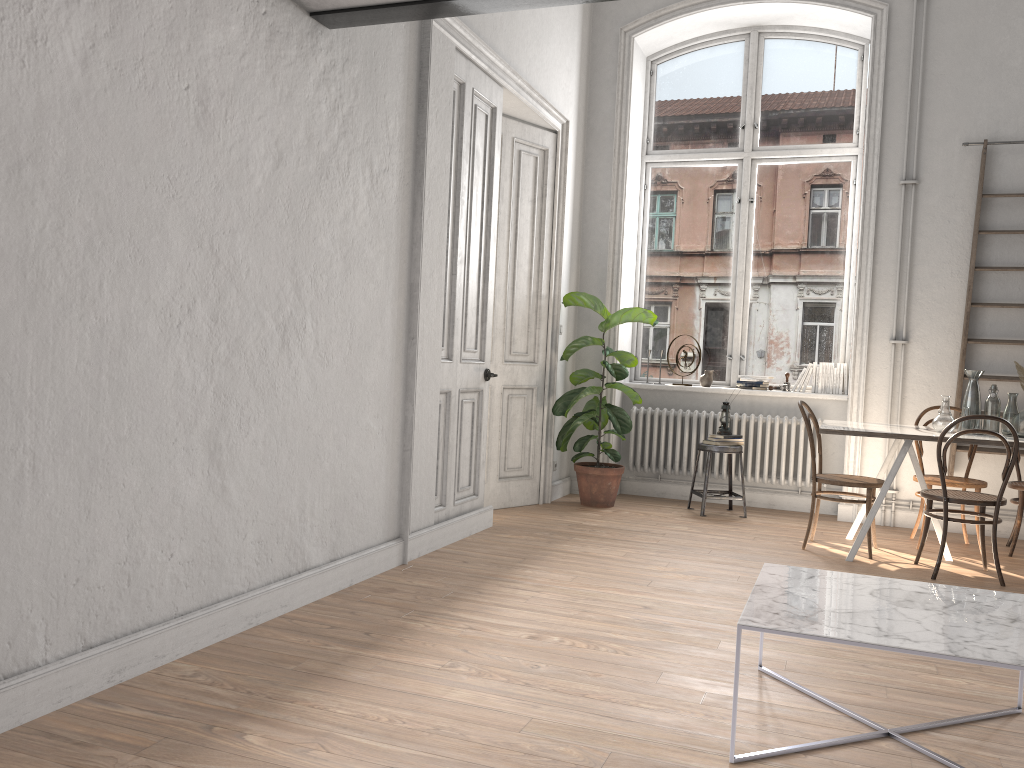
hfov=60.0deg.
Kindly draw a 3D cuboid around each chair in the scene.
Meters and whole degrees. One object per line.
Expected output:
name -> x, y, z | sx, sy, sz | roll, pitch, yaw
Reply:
chair -> 2.876, 0.611, 5.840 | 0.438, 0.921, 0.549 | 3, 2, 19
chair -> 1.571, 0.721, 6.742 | 0.364, 0.523, 0.360 | 3, 2, -6
chair -> 2.536, 0.619, 4.964 | 0.438, 0.921, 0.549 | 3, 2, 16
chair -> 2.062, 0.579, 5.581 | 0.549, 0.921, 0.438 | 4, 2, 29
chair -> 3.439, 0.642, 5.711 | 0.437, 0.921, 0.549 | 4, 2, 28

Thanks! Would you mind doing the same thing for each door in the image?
door -> -0.088, -0.497, 6.355 | 1.097, 2.815, 0.216 | 1, 3, -44
door -> -0.345, -0.479, 5.209 | 0.216, 2.815, 1.097 | 4, 2, 22

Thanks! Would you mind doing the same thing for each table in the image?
table -> 1.159, 0.875, 2.702 | 0.849, 0.392, 0.849 | 3, 2, 21
table -> 2.978, 0.701, 5.260 | 2.200, 0.780, 1.100 | 3, 2, 21

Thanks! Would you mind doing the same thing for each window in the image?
window -> 1.939, -1.432, 7.380 | 1.622, 2.844, 0.013 | 3, 2, 21

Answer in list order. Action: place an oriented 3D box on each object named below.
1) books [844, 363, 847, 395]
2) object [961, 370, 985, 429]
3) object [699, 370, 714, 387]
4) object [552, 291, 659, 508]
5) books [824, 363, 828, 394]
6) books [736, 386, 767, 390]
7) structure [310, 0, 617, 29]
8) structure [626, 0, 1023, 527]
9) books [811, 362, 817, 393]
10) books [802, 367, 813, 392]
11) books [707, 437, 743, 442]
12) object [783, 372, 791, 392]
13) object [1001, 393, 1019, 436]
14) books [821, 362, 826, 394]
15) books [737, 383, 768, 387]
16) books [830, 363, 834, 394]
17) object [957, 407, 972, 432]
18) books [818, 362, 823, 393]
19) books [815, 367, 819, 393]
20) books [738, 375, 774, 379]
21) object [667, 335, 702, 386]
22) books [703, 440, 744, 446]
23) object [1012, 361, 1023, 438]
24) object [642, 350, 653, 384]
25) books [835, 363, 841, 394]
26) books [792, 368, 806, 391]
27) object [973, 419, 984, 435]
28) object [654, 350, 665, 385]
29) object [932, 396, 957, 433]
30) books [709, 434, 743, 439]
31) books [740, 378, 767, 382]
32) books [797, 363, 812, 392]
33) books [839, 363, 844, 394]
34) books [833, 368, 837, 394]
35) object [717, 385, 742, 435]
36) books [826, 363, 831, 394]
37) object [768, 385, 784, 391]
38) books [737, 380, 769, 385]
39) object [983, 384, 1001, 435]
books -> 2.622, -0.039, 6.969 | 0.040, 0.244, 0.174 | 4, 2, 21
object -> 2.838, 0.106, 5.469 | 0.116, 0.383, 0.116 | 4, 2, 32
object -> 1.606, -0.047, 7.323 | 0.100, 0.142, 0.102 | 3, 2, -5
object -> 2.983, 0.157, 5.707 | 5.826, 1.843, 0.792 | 4, 2, 26
books -> 2.493, -0.047, 7.036 | 0.019, 0.244, 0.174 | 4, 2, 21
books -> 1.950, 0.033, 7.214 | 0.147, 0.023, 0.221 | 2, 2, -20
structure -> 1.285, -1.925, 0.737 | 5.926, 1.213, 4.157 | 3, 2, 21
structure -> 3.455, -1.155, 6.374 | 5.181, 4.475, 0.340 | 3, 2, 21
books -> 2.411, -0.052, 7.072 | 0.024, 0.243, 0.175 | 4, 2, 21
books -> 2.358, -0.035, 7.071 | 0.072, 0.203, 0.155 | 4, 2, 21
books -> 1.625, 0.422, 6.755 | 0.232, 0.029, 0.162 | 3, 2, -8
object -> 2.191, -0.017, 7.064 | 0.048, 0.153, 0.088 | 2, 2, -9
object -> 3.019, 0.182, 5.360 | 0.098, 0.255, 0.100 | 3, 2, -2
books -> 2.469, -0.048, 7.027 | 0.019, 0.244, 0.174 | 4, 2, 21
books -> 1.956, 0.010, 7.208 | 0.205, 0.022, 0.155 | 4, 2, 41
books -> 2.527, -0.045, 7.005 | 0.019, 0.244, 0.174 | 4, 2, 21
object -> 2.754, 0.218, 5.382 | 0.083, 0.158, 0.083 | 3, 2, 16
books -> 2.445, -0.049, 7.026 | 0.024, 0.243, 0.175 | 4, 2, 21
books -> 2.427, -0.032, 7.044 | 0.020, 0.205, 0.155 | 4, 2, 21
books -> 1.984, -0.056, 7.204 | 0.243, 0.019, 0.174 | 4, 2, 31
object -> 1.434, -0.198, 7.390 | 0.087, 0.425, 0.347 | 1, 2, -37
books -> 1.612, 0.447, 6.758 | 0.246, 0.034, 0.194 | 2, 2, -29
object -> 3.020, 0.091, 5.186 | 0.156, 0.446, 0.157 | 4, 3, 39
object -> 1.157, -0.147, 7.536 | 0.095, 0.289, 0.095 | 1, 3, -38
books -> 2.577, -0.042, 7.009 | 0.024, 0.243, 0.175 | 4, 2, 21
books -> 2.299, -0.035, 7.096 | 0.105, 0.194, 0.155 | 3, 2, 20
object -> 2.776, 0.253, 5.273 | 0.058, 0.094, 0.058 | 1, 3, -41
object -> 1.246, -0.140, 7.441 | 0.095, 0.289, 0.095 | 5, 3, 43
object -> 2.591, 0.181, 5.308 | 0.132, 0.219, 0.132 | 3, 2, 10
books -> 1.628, 0.399, 6.755 | 0.221, 0.027, 0.147 | 2, 2, -37
books -> 1.957, -0.032, 7.193 | 0.205, 0.020, 0.155 | 3, 2, 11
books -> 2.335, -0.053, 7.078 | 0.100, 0.235, 0.174 | 4, 2, 21
books -> 2.594, -0.041, 6.982 | 0.024, 0.243, 0.175 | 4, 2, 21
books -> 2.548, -0.025, 6.999 | 0.020, 0.205, 0.155 | 4, 2, 21
object -> 1.658, 0.197, 6.771 | 0.163, 0.383, 0.154 | 3, 2, -6
books -> 2.515, -0.046, 7.033 | 0.024, 0.243, 0.175 | 4, 2, 21
object -> 2.128, 0.030, 7.148 | 0.153, 0.048, 0.088 | 2, 2, -29
books -> 1.959, -0.011, 7.205 | 0.221, 0.023, 0.147 | 4, 2, 37
object -> 2.888, 0.153, 5.331 | 0.086, 0.301, 0.086 | 3, 2, 6
